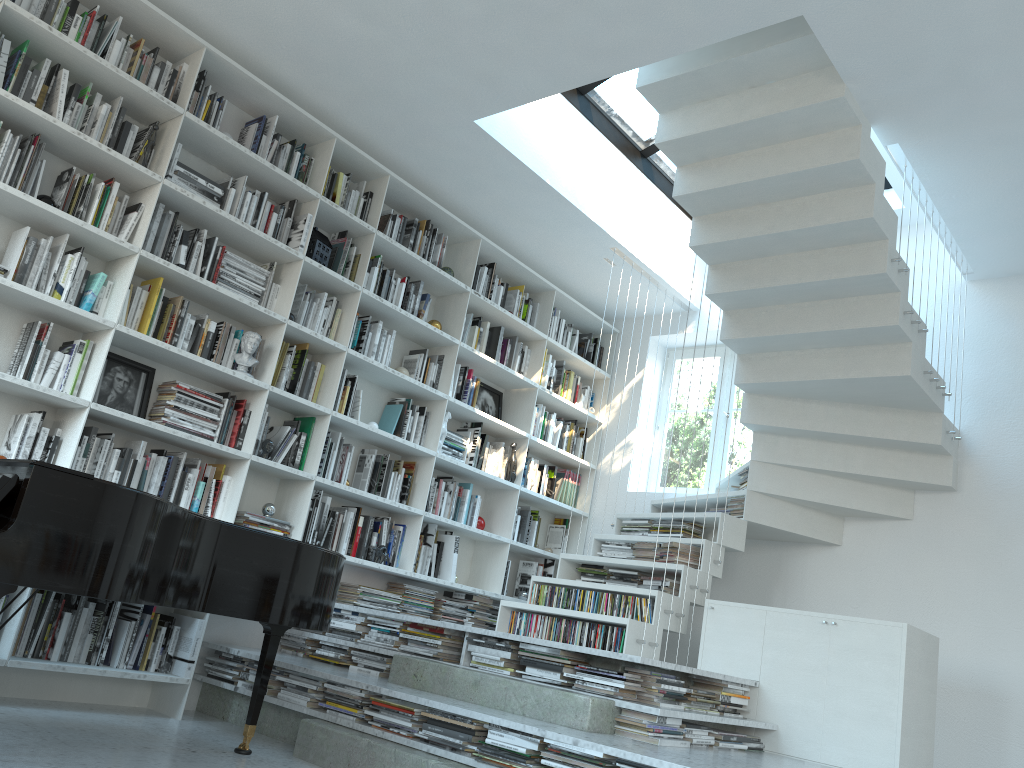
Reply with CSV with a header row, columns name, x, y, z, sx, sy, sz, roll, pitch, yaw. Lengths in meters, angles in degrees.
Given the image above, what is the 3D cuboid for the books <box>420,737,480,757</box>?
name,x,y,z,sx,sy,sz,roll,pitch,yaw
books,-0.210,1.412,3.443,0.291,0.012,0.142,-5,-23,44

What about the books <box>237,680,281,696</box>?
name,x,y,z,sx,sy,sz,roll,pitch,yaw
books,-1.163,1.458,4.234,0.237,0.029,0.189,-3,-21,40

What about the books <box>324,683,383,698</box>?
name,x,y,z,sx,sy,sz,roll,pitch,yaw
books,-0.672,1.339,3.862,0.253,0.015,0.171,-2,-21,37

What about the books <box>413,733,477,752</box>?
name,x,y,z,sx,sy,sz,roll,pitch,yaw
books,-0.220,1.389,3.432,0.291,0.009,0.190,-5,-22,43

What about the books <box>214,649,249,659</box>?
name,x,y,z,sx,sy,sz,roll,pitch,yaw
books,-1.364,1.363,4.458,0.268,0.007,0.157,-6,-23,45

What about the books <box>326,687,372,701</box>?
name,x,y,z,sx,sy,sz,roll,pitch,yaw
books,-0.679,1.351,3.852,0.199,0.016,0.183,-6,-23,45

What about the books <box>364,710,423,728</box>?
name,x,y,z,sx,sy,sz,roll,pitch,yaw
books,-0.447,1.380,3.645,0.287,0.013,0.182,-4,-22,41

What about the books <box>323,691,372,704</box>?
name,x,y,z,sx,sy,sz,roll,pitch,yaw
books,-0.677,1.365,3.854,0.241,0.009,0.170,-2,-20,36

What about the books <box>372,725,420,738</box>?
name,x,y,z,sx,sy,sz,roll,pitch,yaw
books,-0.444,1.430,3.645,0.236,0.008,0.148,-3,-21,39

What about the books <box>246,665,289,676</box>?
name,x,y,z,sx,sy,sz,roll,pitch,yaw
books,-1.136,1.384,4.270,0.290,0.005,0.126,-1,-20,35

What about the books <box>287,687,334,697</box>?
name,x,y,z,sx,sy,sz,roll,pitch,yaw
books,-0.910,1.412,4.059,0.206,0.012,0.148,-4,-22,41

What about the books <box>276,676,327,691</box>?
name,x,y,z,sx,sy,sz,roll,pitch,yaw
books,-0.916,1.374,4.054,0.294,0.015,0.180,-3,-21,38

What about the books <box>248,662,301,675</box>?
name,x,y,z,sx,sy,sz,roll,pitch,yaw
books,-1.131,1.377,4.277,0.297,0.014,0.136,-4,-22,41

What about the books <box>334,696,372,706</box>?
name,x,y,z,sx,sy,sz,roll,pitch,yaw
books,-0.668,1.381,3.864,0.180,0.013,0.140,-5,-22,43

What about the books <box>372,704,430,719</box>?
name,x,y,z,sx,sy,sz,roll,pitch,yaw
books,-0.435,1.352,3.660,0.241,0.009,0.170,-3,-21,40

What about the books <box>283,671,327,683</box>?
name,x,y,z,sx,sy,sz,roll,pitch,yaw
books,-0.904,1.350,4.069,0.285,0.006,0.160,-4,-22,42

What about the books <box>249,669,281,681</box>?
name,x,y,z,sx,sy,sz,roll,pitch,yaw
books,-1.139,1.404,4.266,0.230,0.019,0.143,-4,-22,41

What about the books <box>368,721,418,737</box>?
name,x,y,z,sx,sy,sz,roll,pitch,yaw
books,-0.452,1.417,3.637,0.254,0.008,0.161,-6,-23,45

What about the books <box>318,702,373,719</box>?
name,x,y,z,sx,sy,sz,roll,pitch,yaw
books,-0.684,1.418,3.843,0.292,0.012,0.160,-2,-21,37

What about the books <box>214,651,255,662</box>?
name,x,y,z,sx,sy,sz,roll,pitch,yaw
books,-1.361,1.375,4.460,0.234,0.014,0.159,-2,-21,38

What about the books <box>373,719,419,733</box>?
name,x,y,z,sx,sy,sz,roll,pitch,yaw
books,-0.435,1.412,3.657,0.269,0.009,0.132,-4,-22,41

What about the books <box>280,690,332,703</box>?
name,x,y,z,sx,sy,sz,roll,pitch,yaw
books,-0.921,1.427,4.045,0.221,0.014,0.172,-4,-22,41

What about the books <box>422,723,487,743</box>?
name,x,y,z,sx,sy,sz,roll,pitch,yaw
books,-0.206,1.359,3.450,0.244,0.025,0.161,-1,-20,35

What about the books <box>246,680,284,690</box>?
name,x,y,z,sx,sy,sz,roll,pitch,yaw
books,-1.152,1.442,4.248,0.206,0.012,0.148,-1,-20,35

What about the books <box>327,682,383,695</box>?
name,x,y,z,sx,sy,sz,roll,pitch,yaw
books,-0.668,1.327,3.868,0.227,0.011,0.175,-3,-21,39

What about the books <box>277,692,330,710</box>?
name,x,y,z,sx,sy,sz,roll,pitch,yaw
books,-0.929,1.444,4.035,0.230,0.026,0.178,-5,-22,43

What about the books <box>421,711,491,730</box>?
name,x,y,z,sx,sy,sz,roll,pitch,yaw
books,-0.200,1.316,3.461,0.281,0.014,0.171,-2,-21,37

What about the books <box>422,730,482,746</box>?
name,x,y,z,sx,sy,sz,roll,pitch,yaw
books,-0.211,1.375,3.444,0.220,0.011,0.178,-4,-22,42

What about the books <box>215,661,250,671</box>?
name,x,y,z,sx,sy,sz,roll,pitch,yaw
books,-1.363,1.420,4.456,0.258,0.013,0.136,-3,-21,38

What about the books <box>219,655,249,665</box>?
name,x,y,z,sx,sy,sz,roll,pitch,yaw
books,-1.355,1.395,4.466,0.231,0.017,0.134,-4,-22,41

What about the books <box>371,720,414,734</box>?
name,x,y,z,sx,sy,sz,roll,pitch,yaw
books,-0.437,1.418,3.654,0.296,0.005,0.129,-4,-22,42

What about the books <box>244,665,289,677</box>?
name,x,y,z,sx,sy,sz,roll,pitch,yaw
books,-1.144,1.388,4.262,0.291,0.009,0.160,-4,-22,42

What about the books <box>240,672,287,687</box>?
name,x,y,z,sx,sy,sz,roll,pitch,yaw
books,-1.161,1.417,4.239,0.213,0.028,0.191,-5,-23,44

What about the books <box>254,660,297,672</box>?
name,x,y,z,sx,sy,sz,roll,pitch,yaw
books,-1.132,1.360,4.278,0.200,0.018,0.137,-5,-23,44

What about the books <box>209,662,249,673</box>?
name,x,y,z,sx,sy,sz,roll,pitch,yaw
books,-1.379,1.423,4.436,0.211,0.009,0.188,-3,-21,39

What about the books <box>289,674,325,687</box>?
name,x,y,z,sx,sy,sz,roll,pitch,yaw
books,-0.898,1.366,4.076,0.255,0.018,0.130,-5,-22,43

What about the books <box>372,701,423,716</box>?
name,x,y,z,sx,sy,sz,roll,pitch,yaw
books,-0.438,1.339,3.658,0.235,0.014,0.166,-1,-20,35

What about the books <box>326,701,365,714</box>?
name,x,y,z,sx,sy,sz,roll,pitch,yaw
books,-0.678,1.408,3.850,0.205,0.012,0.165,-3,-21,40

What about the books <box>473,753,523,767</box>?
name,x,y,z,sx,sy,sz,roll,pitch,yaw
books,0.021,1.387,3.243,0.297,0.005,0.171,-3,-21,39

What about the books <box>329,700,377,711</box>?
name,x,y,z,sx,sy,sz,roll,pitch,yaw
books,-0.669,1.403,3.862,0.294,0.008,0.124,-5,-22,43

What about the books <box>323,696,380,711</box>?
name,x,y,z,sx,sy,sz,roll,pitch,yaw
books,-0.678,1.388,3.851,0.246,0.011,0.159,-2,-20,36

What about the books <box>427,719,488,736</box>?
name,x,y,z,sx,sy,sz,roll,pitch,yaw
books,-0.196,1.342,3.464,0.239,0.017,0.143,-2,-20,36

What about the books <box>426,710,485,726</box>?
name,x,y,z,sx,sy,sz,roll,pitch,yaw
books,-0.189,1.310,3.474,0.268,0.007,0.157,-3,-21,40

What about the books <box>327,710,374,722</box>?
name,x,y,z,sx,sy,sz,roll,pitch,yaw
books,-0.685,1.439,3.841,0.180,0.014,0.157,-2,-21,37

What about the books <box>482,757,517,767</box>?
name,x,y,z,sx,sy,sz,roll,pitch,yaw
books,0.022,1.395,3.245,0.236,0.008,0.148,-6,-23,45

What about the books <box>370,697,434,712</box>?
name,x,y,z,sx,sy,sz,roll,pitch,yaw
books,-0.438,1.326,3.659,0.249,0.012,0.179,-2,-21,37

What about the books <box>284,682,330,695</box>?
name,x,y,z,sx,sy,sz,roll,pitch,yaw
books,-0.917,1.392,4.052,0.193,0.020,0.171,-5,-23,44

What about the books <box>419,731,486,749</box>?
name,x,y,z,sx,sy,sz,roll,pitch,yaw
books,-0.207,1.387,3.448,0.290,0.008,0.147,-2,-20,36

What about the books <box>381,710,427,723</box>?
name,x,y,z,sx,sy,sz,roll,pitch,yaw
books,-0.431,1.375,3.664,0.180,0.013,0.140,-4,-22,41

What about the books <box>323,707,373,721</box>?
name,x,y,z,sx,sy,sz,roll,pitch,yaw
books,-0.678,1.431,3.850,0.283,0.008,0.140,-3,-21,38

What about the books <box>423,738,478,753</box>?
name,x,y,z,sx,sy,sz,roll,pitch,yaw
books,-0.209,1.403,3.445,0.262,0.007,0.155,-4,-22,42

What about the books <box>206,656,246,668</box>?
name,x,y,z,sx,sy,sz,roll,pitch,yaw
books,-1.380,1.397,4.436,0.243,0.013,0.192,-2,-20,36

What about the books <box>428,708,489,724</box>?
name,x,y,z,sx,sy,sz,roll,pitch,yaw
books,-0.190,1.302,3.473,0.239,0.008,0.160,-4,-22,41

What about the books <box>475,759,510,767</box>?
name,x,y,z,sx,sy,sz,roll,pitch,yaw
books,0.009,1.394,3.229,0.225,0.005,0.193,-2,-20,36

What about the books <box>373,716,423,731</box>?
name,x,y,z,sx,sy,sz,roll,pitch,yaw
books,-0.438,1.399,3.655,0.249,0.014,0.130,-1,-20,35

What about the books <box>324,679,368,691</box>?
name,x,y,z,sx,sy,sz,roll,pitch,yaw
books,-0.675,1.315,3.859,0.225,0.005,0.193,-2,-20,36

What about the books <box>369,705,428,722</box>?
name,x,y,z,sx,sy,sz,roll,pitch,yaw
books,-0.434,1.362,3.661,0.297,0.009,0.156,-4,-22,41

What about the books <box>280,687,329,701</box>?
name,x,y,z,sx,sy,sz,roll,pitch,yaw
books,-0.911,1.422,4.057,0.300,0.007,0.149,-3,-21,40

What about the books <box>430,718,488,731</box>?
name,x,y,z,sx,sy,sz,roll,pitch,yaw
books,-0.192,1.331,3.469,0.217,0.008,0.150,-3,-21,39
